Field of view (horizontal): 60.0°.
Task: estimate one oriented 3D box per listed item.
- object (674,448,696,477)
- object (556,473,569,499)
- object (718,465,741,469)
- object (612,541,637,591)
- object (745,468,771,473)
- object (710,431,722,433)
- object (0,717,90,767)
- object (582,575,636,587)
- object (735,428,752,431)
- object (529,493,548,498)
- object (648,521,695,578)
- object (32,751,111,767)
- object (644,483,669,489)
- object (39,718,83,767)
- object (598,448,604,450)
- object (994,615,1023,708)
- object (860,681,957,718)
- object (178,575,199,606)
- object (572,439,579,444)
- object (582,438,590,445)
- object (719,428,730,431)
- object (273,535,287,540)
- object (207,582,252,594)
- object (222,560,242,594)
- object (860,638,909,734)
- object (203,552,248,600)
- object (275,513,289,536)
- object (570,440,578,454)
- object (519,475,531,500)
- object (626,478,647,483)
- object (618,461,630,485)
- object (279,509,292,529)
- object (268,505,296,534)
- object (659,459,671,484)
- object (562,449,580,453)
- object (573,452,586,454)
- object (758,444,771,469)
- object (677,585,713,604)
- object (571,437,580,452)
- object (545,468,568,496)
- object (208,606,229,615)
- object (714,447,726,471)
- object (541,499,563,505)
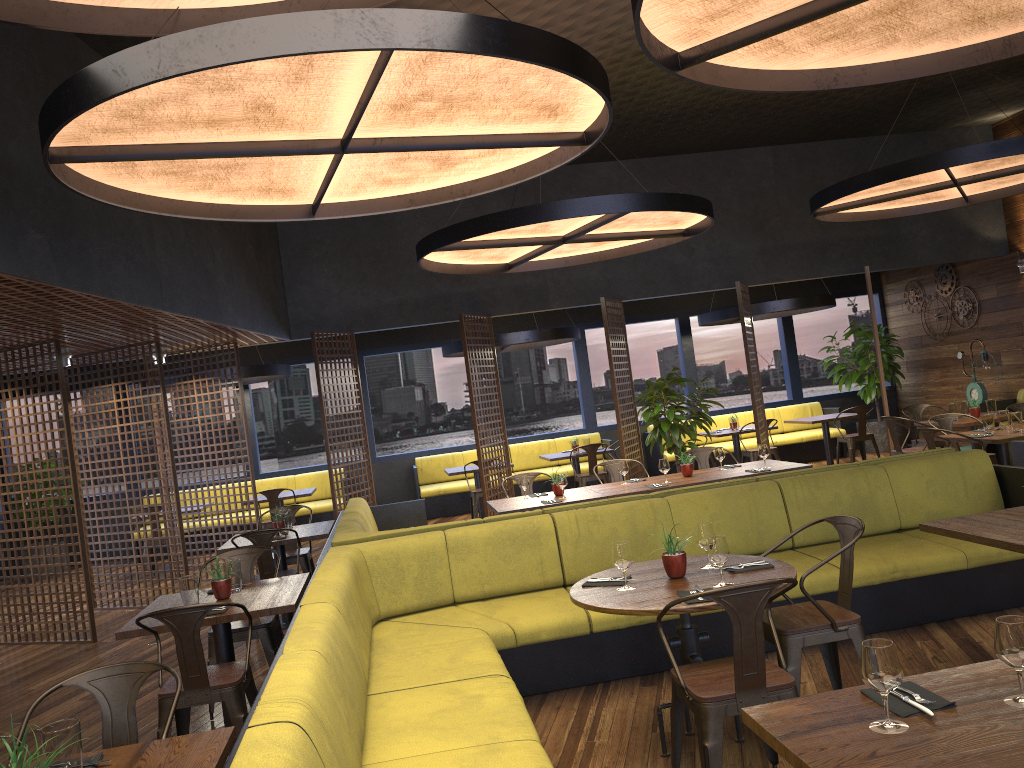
[{"bbox_3d":[1.539,0.688,7.893,0.238,0.271,0.260,-8,-1,13],"label":"object"},{"bbox_3d":[0.426,0.866,7.514,0.097,0.206,0.097,-8,-1,38],"label":"object"},{"bbox_3d":[2.022,0.759,8.197,0.157,0.019,0.255,-7,-1,-8],"label":"object"},{"bbox_3d":[0.498,0.809,3.952,0.097,0.206,0.097,-8,-1,33],"label":"object"},{"bbox_3d":[2.108,0.740,7.639,0.157,0.019,0.255,-7,-1,-8],"label":"object"},{"bbox_3d":[2.940,0.697,12.889,0.157,0.019,0.255,-7,-1,-9],"label":"object"},{"bbox_3d":[-1.261,0.984,2.275,0.238,0.271,0.260,-8,-1,13],"label":"object"},{"bbox_3d":[0.460,0.911,4.118,0.255,0.019,0.157,-8,-1,24],"label":"object"},{"bbox_3d":[3.289,0.646,12.579,0.255,0.019,0.157,-7,-1,-9],"label":"object"},{"bbox_3d":[0.238,0.991,7.940,0.157,0.019,0.255,-7,-1,-8],"label":"object"},{"bbox_3d":[0.724,0.745,4.037,0.238,0.271,0.260,-8,-1,13],"label":"object"},{"bbox_3d":[-1.298,1.120,2.593,0.255,0.019,0.157,-7,-1,-9],"label":"object"},{"bbox_3d":[1.216,0.856,7.510,0.157,0.019,0.255,-7,-1,-8],"label":"object"},{"bbox_3d":[-1.236,1.029,2.445,0.102,0.178,0.102,-7,-1,-23],"label":"object"},{"bbox_3d":[1.216,0.920,12.591,0.157,0.019,0.255,-7,-1,-9],"label":"object"},{"bbox_3d":[1.255,0.686,2.201,0.097,0.206,0.097,-7,-1,-8],"label":"object"},{"bbox_3d":[1.030,0.812,2.288,0.157,0.019,0.255,-7,-1,-8],"label":"object"},{"bbox_3d":[-1.731,1.125,4.762,0.102,0.178,0.102,-7,-1,-23],"label":"object"},{"bbox_3d":[0.916,0.882,12.750,0.102,0.178,0.102,-7,-1,-23],"label":"object"},{"bbox_3d":[1.057,0.860,12.519,0.102,0.178,0.102,-7,-1,-23],"label":"object"},{"bbox_3d":[3.190,0.668,13.234,0.255,0.019,0.157,-7,-1,-9],"label":"object"},{"bbox_3d":[-1.991,1.274,7.310,0.255,0.019,0.157,-7,-1,-9],"label":"object"},{"bbox_3d":[-1.672,1.205,5.266,0.255,0.019,0.157,-7,-1,-9],"label":"object"},{"bbox_3d":[-1.611,1.114,5.118,0.102,0.178,0.102,-7,-1,-23],"label":"object"},{"bbox_3d":[0.903,0.732,2.158,0.097,0.206,0.097,-7,-1,-16],"label":"object"},{"bbox_3d":[-1.628,1.068,4.972,0.260,0.271,0.238,-7,-1,-7],"label":"object"},{"bbox_3d":[-1.932,1.188,7.481,0.102,0.178,0.102,-7,-1,-3],"label":"object"},{"bbox_3d":[0.870,0.883,12.394,0.102,0.178,0.102,-7,-1,-23],"label":"object"},{"bbox_3d":[0.111,0.911,7.810,0.097,0.206,0.097,-8,-1,38],"label":"object"},{"bbox_3d":[1.130,0.875,8.069,0.157,0.019,0.255,-7,-1,-8],"label":"object"},{"bbox_3d":[1.003,0.795,7.939,0.097,0.206,0.097,-8,-1,38],"label":"object"},{"bbox_3d":[-1.986,1.199,7.798,0.102,0.178,0.102,-8,-1,7],"label":"object"},{"bbox_3d":[-1.999,1.152,7.622,0.260,0.271,0.238,-7,-1,-7],"label":"object"},{"bbox_3d":[1.318,0.750,7.642,0.097,0.206,0.097,-8,-1,38],"label":"object"},{"bbox_3d":[0.854,0.972,12.899,0.255,0.019,0.157,-7,-1,-9],"label":"object"},{"bbox_3d":[0.953,0.950,12.243,0.255,0.019,0.157,-7,-1,-9],"label":"object"},{"bbox_3d":[2.210,0.634,7.771,0.097,0.206,0.097,-8,-1,38],"label":"object"},{"bbox_3d":[0.771,0.864,3.665,0.157,0.019,0.255,-7,-1,-1],"label":"object"},{"bbox_3d":[0.898,0.835,12.576,0.238,0.271,0.260,-8,-1,13],"label":"object"},{"bbox_3d":[0.386,0.838,7.726,0.238,0.271,0.260,-8,-1,13],"label":"object"},{"bbox_3d":[-1.616,1.189,4.630,0.255,0.019,0.157,-7,-1,-9],"label":"object"},{"bbox_3d":[1.895,0.679,8.068,0.097,0.206,0.097,-8,-1,38],"label":"object"},{"bbox_3d":[0.324,0.972,7.381,0.157,0.019,0.255,-7,-1,-8],"label":"object"}]
